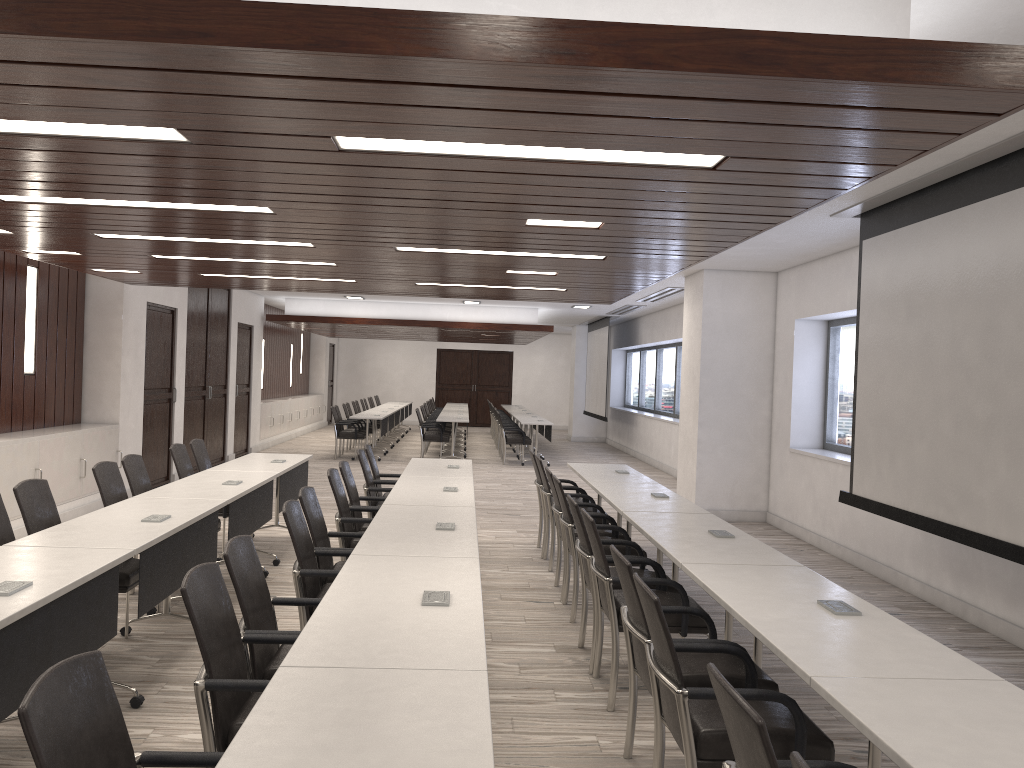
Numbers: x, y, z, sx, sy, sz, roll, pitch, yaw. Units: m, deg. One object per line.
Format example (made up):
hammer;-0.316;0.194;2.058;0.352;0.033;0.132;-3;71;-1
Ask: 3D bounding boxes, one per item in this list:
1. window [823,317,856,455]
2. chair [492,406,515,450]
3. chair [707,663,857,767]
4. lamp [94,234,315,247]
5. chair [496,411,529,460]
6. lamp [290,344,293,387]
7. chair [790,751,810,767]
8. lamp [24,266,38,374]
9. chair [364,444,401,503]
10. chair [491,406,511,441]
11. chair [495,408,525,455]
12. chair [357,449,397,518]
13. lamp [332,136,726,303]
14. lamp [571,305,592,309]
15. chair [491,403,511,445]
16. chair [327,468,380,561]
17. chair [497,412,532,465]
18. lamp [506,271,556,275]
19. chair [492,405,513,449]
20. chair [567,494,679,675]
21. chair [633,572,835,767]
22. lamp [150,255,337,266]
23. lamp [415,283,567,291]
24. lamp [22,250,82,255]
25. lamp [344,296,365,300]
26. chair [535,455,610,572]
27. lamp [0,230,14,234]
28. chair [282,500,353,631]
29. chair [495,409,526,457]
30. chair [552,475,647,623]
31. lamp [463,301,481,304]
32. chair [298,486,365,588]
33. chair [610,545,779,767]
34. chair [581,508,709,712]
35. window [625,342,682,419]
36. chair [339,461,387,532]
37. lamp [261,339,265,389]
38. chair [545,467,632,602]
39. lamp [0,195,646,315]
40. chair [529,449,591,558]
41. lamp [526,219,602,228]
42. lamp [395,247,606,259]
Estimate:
window;3.707;0.052;6.332;0.118;1.419;6.968;2;1;-3
chair;-0.125;0.950;19.187;0.638;0.939;0.513;2;1;-2
chair;0.773;1.149;2.034;0.638;0.939;0.513;2;1;-4
lamp;-2.136;-1.026;6.174;1.496;0.045;0.236;2;1;-3
chair;0.006;0.979;16.675;0.638;0.939;0.513;2;1;-3
lamp;-5.476;-0.460;21.794;0.094;1.058;0.236;2;1;-3
chair;0.813;1.156;1.514;0.638;0.939;0.513;2;1;-2
lamp;-4.781;-0.626;8.713;0.094;1.058;0.236;2;1;-3
chair;-1.030;1.025;8.032;0.638;0.939;0.513;2;1;-4
chair;-0.214;0.927;21.230;0.638;0.939;0.513;2;1;-4
chair;-0.057;0.962;18.198;0.638;0.939;0.513;2;1;-4
chair;-1.005;1.031;7.505;0.638;0.939;0.513;2;1;-4
lamp;1.409;-1.177;8.941;1.499;0.552;12.001;2;1;14
lamp;1.290;-1.477;16.409;0.324;0.120;0.519;2;1;-3
chair;-0.193;0.933;20.704;0.638;0.939;0.513;2;1;-3
chair;-0.933;1.049;5.981;0.638;0.939;0.513;2;1;-4
chair;0.033;0.985;16.153;0.638;0.939;0.513;2;1;-2
lamp;0.165;-0.953;7.397;0.421;0.046;0.236;2;1;-3
chair;-0.150;0.944;19.711;0.638;0.939;0.513;2;1;-2
chair;0.616;1.114;5.068;0.638;0.939;0.513;2;1;-3
chair;0.723;1.138;3.024;0.638;0.939;0.513;2;1;-3
lamp;-2.193;-1.038;7.272;1.496;0.045;0.236;2;1;-3
lamp;-0.206;-0.980;8.699;1.496;0.045;0.236;2;1;-3
lamp;-3.736;-1.094;7.191;0.464;0.045;0.236;2;1;-3
lamp;-2.871;-1.627;16.189;0.324;0.120;0.519;2;1;-3
chair;0.498;1.086;7.585;0.638;0.939;0.513;2;1;-3
lamp;-3.679;-1.081;6.092;0.464;0.045;0.236;2;1;-3
chair;-0.836;1.067;4.467;0.638;0.939;0.513;2;1;-4
chair;-0.047;0.968;17.676;0.638;0.939;0.513;2;1;-3
chair;0.578;1.103;6.068;0.638;0.939;0.513;2;1;-3
lamp;-0.737;-1.550;16.302;0.324;0.120;0.519;2;1;-3
chair;-0.882;1.060;4.995;0.638;0.939;0.513;2;1;-2
chair;0.700;1.132;3.549;0.638;0.939;0.513;2;1;-4
chair;0.657;1.121;4.544;0.638;0.939;0.513;2;1;-3
window;3.159;-0.070;16.830;0.118;1.419;10.452;2;1;-3
chair;-0.959;1.043;6.503;0.638;0.939;0.513;2;1;-3
lamp;-5.315;-0.424;18.719;0.094;1.058;0.236;2;1;-3
chair;0.546;1.097;6.590;0.638;0.939;0.513;2;1;-3
lamp;0.220;-1.242;11.208;1.469;0.552;14.295;2;1;20
chair;0.455;1.079;8.105;0.638;0.939;0.513;2;1;-3
lamp;0.292;-0.925;4.980;0.421;0.046;0.236;2;1;-3
lamp;-0.079;-0.952;6.282;1.496;0.045;0.236;2;1;-3
